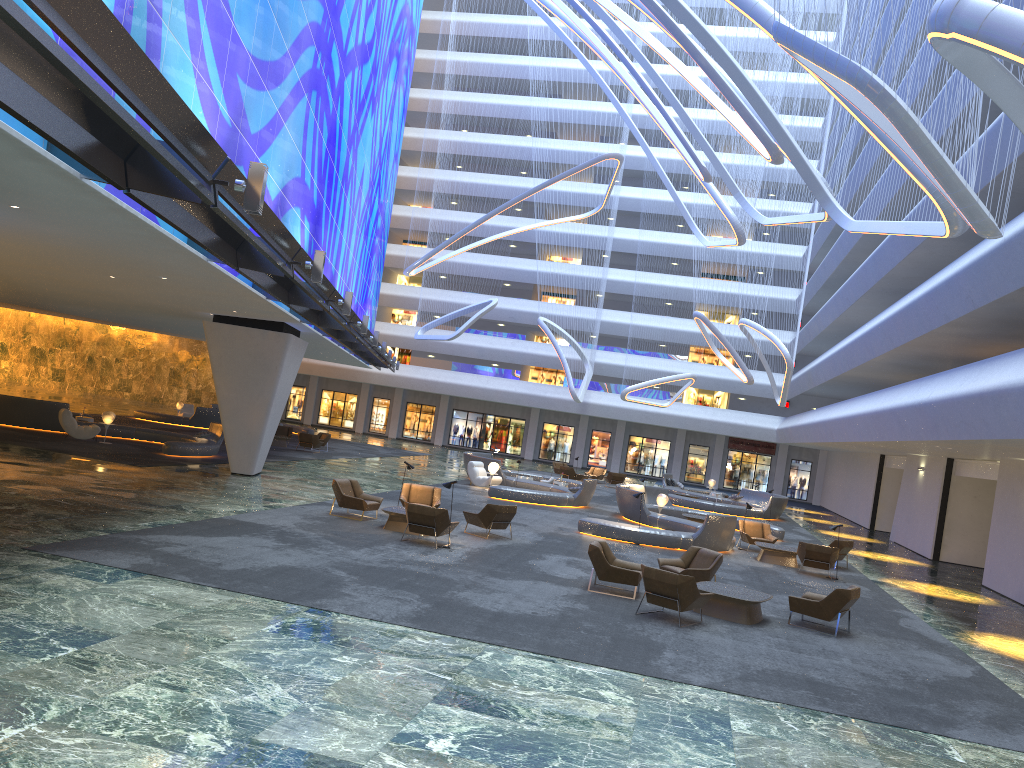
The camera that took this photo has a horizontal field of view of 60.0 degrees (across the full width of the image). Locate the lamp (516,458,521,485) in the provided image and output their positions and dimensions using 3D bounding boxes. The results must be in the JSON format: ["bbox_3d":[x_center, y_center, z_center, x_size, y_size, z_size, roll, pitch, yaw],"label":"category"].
[{"bbox_3d":[0.173,3.164,30.144,0.202,1.300,0.384,9,0,-12],"label":"lamp"}]

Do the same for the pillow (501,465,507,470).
[{"bbox_3d":[-0.497,3.478,36.952,0.444,0.207,0.444,9,-2,-27],"label":"pillow"}]

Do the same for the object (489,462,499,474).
[{"bbox_3d":[-0.631,2.911,30.765,0.367,0.387,0.318,9,-1,-6],"label":"object"}]

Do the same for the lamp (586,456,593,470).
[{"bbox_3d":[3.816,4.231,44.192,0.385,1.300,0.201,9,0,-26],"label":"lamp"}]

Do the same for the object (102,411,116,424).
[{"bbox_3d":[-12.432,1.028,27.312,0.317,0.387,0.367,8,-1,19],"label":"object"}]

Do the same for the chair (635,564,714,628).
[{"bbox_3d":[2.396,3.132,13.207,0.927,0.766,0.941,7,-2,39],"label":"chair"}]

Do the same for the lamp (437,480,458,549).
[{"bbox_3d":[-1.234,2.457,16.838,0.383,1.300,0.202,8,0,29],"label":"lamp"}]

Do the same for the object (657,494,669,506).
[{"bbox_3d":[4.607,3.553,27.129,0.366,0.387,0.318,8,-1,19],"label":"object"}]

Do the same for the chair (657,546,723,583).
[{"bbox_3d":[3.232,3.362,16.033,0.940,0.766,0.928,9,-1,-26],"label":"chair"}]

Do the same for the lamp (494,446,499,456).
[{"bbox_3d":[-0.754,3.318,37.924,0.202,1.300,0.383,9,0,-34],"label":"lamp"}]

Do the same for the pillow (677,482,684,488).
[{"bbox_3d":[8.270,5.008,44.136,0.686,0.280,0.872,10,-3,-41],"label":"pillow"}]

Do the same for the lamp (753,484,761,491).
[{"bbox_3d":[11.002,5.142,40.007,0.384,1.300,0.202,8,0,12],"label":"lamp"}]

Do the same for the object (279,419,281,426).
[{"bbox_3d":[-12.184,2.010,46.512,0.066,0.355,0.076,8,0,4],"label":"object"}]

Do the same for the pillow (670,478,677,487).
[{"bbox_3d":[8.025,4.870,43.893,0.314,0.386,0.786,8,-2,27],"label":"pillow"}]

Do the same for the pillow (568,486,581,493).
[{"bbox_3d":[2.322,3.563,29.739,0.691,0.262,0.879,8,-2,20],"label":"pillow"}]

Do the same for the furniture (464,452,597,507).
[{"bbox_3d":[0.437,3.440,32.817,5.183,0.969,9.936,8,-2,4],"label":"furniture"}]

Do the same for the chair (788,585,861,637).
[{"bbox_3d":[4.999,3.557,14.232,0.936,0.766,0.932,7,-2,37],"label":"chair"}]

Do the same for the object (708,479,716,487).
[{"bbox_3d":[10.301,5.101,45.635,0.367,0.387,0.318,9,-1,-6],"label":"object"}]

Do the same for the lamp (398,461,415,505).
[{"bbox_3d":[-2.444,2.400,20.122,0.201,1.300,0.385,8,0,29],"label":"lamp"}]

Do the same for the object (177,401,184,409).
[{"bbox_3d":[-16.367,1.057,43.687,0.366,0.387,0.318,8,-1,19],"label":"object"}]

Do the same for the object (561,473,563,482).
[{"bbox_3d":[1.975,3.687,35.127,0.066,0.355,0.076,9,0,-21],"label":"object"}]

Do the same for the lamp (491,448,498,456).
[{"bbox_3d":[-0.808,3.219,35.511,0.384,1.300,0.202,8,0,5],"label":"lamp"}]

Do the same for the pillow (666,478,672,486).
[{"bbox_3d":[7.812,4.863,43.902,0.294,0.368,0.771,8,-2,25],"label":"pillow"}]

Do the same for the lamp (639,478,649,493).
[{"bbox_3d":[4.398,3.782,29.887,0.383,1.300,0.202,8,0,29],"label":"lamp"}]

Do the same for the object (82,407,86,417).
[{"bbox_3d":[-15.262,0.993,31.575,0.076,0.355,0.066,8,0,4],"label":"object"}]

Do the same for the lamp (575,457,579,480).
[{"bbox_3d":[2.936,3.974,40.803,0.202,1.300,0.383,9,0,-25],"label":"lamp"}]

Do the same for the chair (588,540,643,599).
[{"bbox_3d":[1.730,3.092,14.788,0.937,0.766,0.931,8,-1,14],"label":"chair"}]

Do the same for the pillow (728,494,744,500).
[{"bbox_3d":[10.133,5.110,40.083,0.694,0.262,0.876,9,-2,-26],"label":"pillow"}]

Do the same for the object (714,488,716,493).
[{"bbox_3d":[9.841,5.201,43.046,0.131,0.252,0.103,9,0,-5],"label":"object"}]

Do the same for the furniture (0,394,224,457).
[{"bbox_3d":[-13.860,1.180,29.181,9.906,0.969,5.199,7,-2,29],"label":"furniture"}]

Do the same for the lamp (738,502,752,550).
[{"bbox_3d":[6.312,3.846,24.008,0.201,1.300,0.385,8,0,29],"label":"lamp"}]

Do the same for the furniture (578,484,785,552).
[{"bbox_3d":[4.703,3.824,26.109,5.175,0.969,9.952,7,-2,29],"label":"furniture"}]

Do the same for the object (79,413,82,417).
[{"bbox_3d":[-15.281,1.105,31.421,0.071,0.118,0.151,9,-1,-43],"label":"object"}]

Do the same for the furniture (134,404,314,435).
[{"bbox_3d":[-14.561,1.672,45.085,5.175,0.969,9.952,7,-2,29],"label":"furniture"}]

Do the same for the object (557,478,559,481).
[{"bbox_3d":[1.820,3.782,35.063,0.071,0.118,0.151,8,-1,22],"label":"object"}]

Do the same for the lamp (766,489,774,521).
[{"bbox_3d":[10.457,4.911,35.986,0.202,1.300,0.383,9,0,-29],"label":"lamp"}]

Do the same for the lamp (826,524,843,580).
[{"bbox_3d":[7.522,3.903,20.724,0.383,1.300,0.202,8,0,29],"label":"lamp"}]

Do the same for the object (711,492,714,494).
[{"bbox_3d":[9.866,5.318,43.077,0.381,0.038,0.381,8,-2,4],"label":"object"}]

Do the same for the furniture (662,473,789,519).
[{"bbox_3d":[9.500,5.072,40.452,5.181,0.969,9.940,8,-2,9],"label":"furniture"}]

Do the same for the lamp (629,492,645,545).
[{"bbox_3d":[3.055,3.278,21.750,0.383,1.300,0.202,8,0,29],"label":"lamp"}]
